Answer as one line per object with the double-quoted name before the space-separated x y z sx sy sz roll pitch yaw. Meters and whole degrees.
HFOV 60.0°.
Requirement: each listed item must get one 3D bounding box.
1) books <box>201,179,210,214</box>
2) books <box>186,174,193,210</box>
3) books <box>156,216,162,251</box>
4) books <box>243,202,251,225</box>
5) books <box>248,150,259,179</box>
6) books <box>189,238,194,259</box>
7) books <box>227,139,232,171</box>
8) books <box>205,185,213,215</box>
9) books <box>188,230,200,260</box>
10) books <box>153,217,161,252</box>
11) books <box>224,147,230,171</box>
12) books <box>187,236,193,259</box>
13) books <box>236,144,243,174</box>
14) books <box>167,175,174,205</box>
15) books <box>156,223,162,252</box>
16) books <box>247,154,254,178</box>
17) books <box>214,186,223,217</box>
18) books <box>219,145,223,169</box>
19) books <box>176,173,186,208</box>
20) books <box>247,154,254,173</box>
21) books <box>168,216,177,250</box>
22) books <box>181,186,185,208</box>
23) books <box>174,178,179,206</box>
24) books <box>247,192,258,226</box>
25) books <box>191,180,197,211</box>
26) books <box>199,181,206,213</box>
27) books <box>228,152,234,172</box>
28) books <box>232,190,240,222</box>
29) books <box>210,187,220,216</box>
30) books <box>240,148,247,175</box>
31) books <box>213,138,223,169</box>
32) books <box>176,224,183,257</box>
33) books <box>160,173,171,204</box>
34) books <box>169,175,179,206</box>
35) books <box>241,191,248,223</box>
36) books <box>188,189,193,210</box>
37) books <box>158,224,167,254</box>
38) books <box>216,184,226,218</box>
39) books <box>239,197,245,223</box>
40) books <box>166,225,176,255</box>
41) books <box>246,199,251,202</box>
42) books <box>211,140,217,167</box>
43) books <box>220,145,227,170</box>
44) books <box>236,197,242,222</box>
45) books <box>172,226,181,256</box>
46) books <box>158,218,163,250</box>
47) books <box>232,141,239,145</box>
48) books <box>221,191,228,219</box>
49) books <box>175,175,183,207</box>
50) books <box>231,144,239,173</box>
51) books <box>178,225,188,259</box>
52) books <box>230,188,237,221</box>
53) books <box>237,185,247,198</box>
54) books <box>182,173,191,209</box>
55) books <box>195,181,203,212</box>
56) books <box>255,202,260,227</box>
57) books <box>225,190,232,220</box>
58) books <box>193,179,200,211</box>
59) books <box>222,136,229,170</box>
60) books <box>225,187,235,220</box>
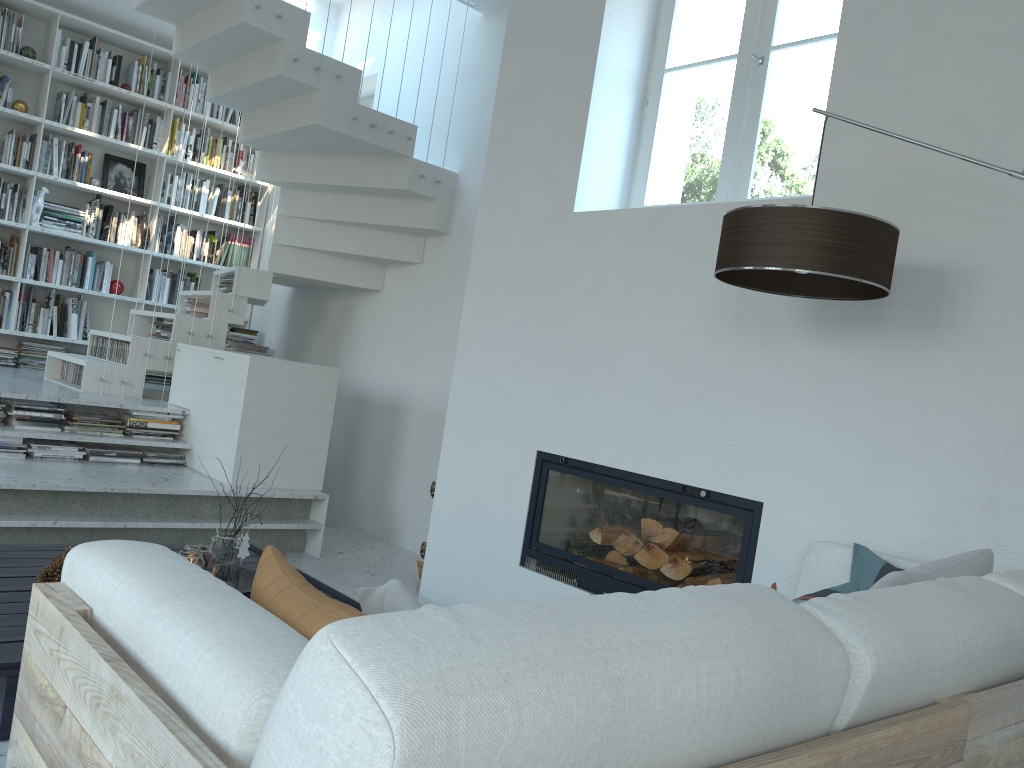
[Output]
"books" -2.465 -1.474 7.042 0.030 0.284 0.166 8 1 -41
"books" -2.561 -1.494 6.953 0.012 0.293 0.165 8 1 -41
"books" -2.759 -1.152 6.848 0.010 0.293 0.164 8 1 -41
"books" -2.205 -1.389 7.272 0.029 0.195 0.192 8 1 -41
"books" -2.142 -1.782 7.291 0.029 0.258 0.163 8 1 -41
"books" -2.571 -1.067 7.027 0.030 0.184 0.137 8 1 -41
"books" -2.317 -1.821 7.141 0.024 0.281 0.153 8 1 -41
"books" -2.440 -1.455 7.086 0.012 0.254 0.160 8 1 -41
"books" -2.536 -1.094 7.031 0.022 0.247 0.181 8 1 -41
"books" -2.764 -1.144 6.826 0.025 0.277 0.160 8 1 -41
"books" -2.319 -1.787 7.110 0.013 0.213 0.186 8 1 -41
"books" -2.576 -1.071 6.993 0.023 0.189 0.169 8 1 -41
"books" -2.242 -1.812 7.195 0.023 0.287 0.162 8 1 -41
"books" -2.681 -1.491 6.871 0.026 0.250 0.160 8 1 -41
"books" -2.756 -1.124 6.855 0.010 0.239 0.147 8 1 -41
"books" -2.175 -1.765 7.252 0.023 0.213 0.180 8 1 -41
"books" -2.384 -1.449 7.116 0.023 0.258 0.183 8 1 -41
"books" -2.371 -1.797 7.091 0.024 0.217 0.167 8 1 -41
"books" -2.599 -1.496 6.901 0.014 0.285 0.185 8 1 -41
"books" -2.173 -1.772 7.285 0.023 0.228 0.131 8 1 -41
"books" -2.669 -1.152 6.927 0.012 0.322 0.141 8 1 -41
"books" -2.611 -1.450 6.939 0.028 0.191 0.136 8 1 -41
"books" -2.644 -1.479 6.891 0.012 0.239 0.172 8 1 -41
"books" -2.160 -1.431 7.311 0.042 0.292 0.186 8 1 -41
"books" -2.535 -1.473 6.980 0.013 0.260 0.158 8 1 -41
"books" -2.483 -1.466 7.021 0.022 0.263 0.172 8 1 -41
"books" -2.302 -1.769 7.160 0.034 0.183 0.156 8 1 -41
"books" -2.277 -1.437 7.204 0.028 0.268 0.173 8 1 -41
"books" -2.406 -1.445 7.090 0.045 0.245 0.177 8 1 -41
"books" -2.207 -1.790 7.223 0.070 0.254 0.154 8 1 -41
"books" -2.368 -1.809 7.008 0.042 0.242 0.247 8 1 -41
"books" -2.636 -1.119 6.950 0.022 0.265 0.157 8 1 -41
"books" -2.687 -1.494 6.849 0.012 0.254 0.160 8 1 -41
"books" -2.645 -1.484 6.866 0.023 0.247 0.182 8 1 -41
"books" -2.224 -1.436 7.270 0.013 0.283 0.149 8 1 -41
"books" -2.564 -1.437 6.977 0.027 0.179 0.156 8 1 -41
"books" -2.727 -1.118 6.894 0.066 0.236 0.144 8 1 -41
"books" -2.370 -1.463 7.153 0.024 0.292 0.132 8 1 -41
"books" -2.248 -1.408 7.244 0.025 0.220 0.177 8 1 -41
"books" -2.676 -1.113 6.903 0.022 0.243 0.170 8 1 -41
"books" -2.205 -1.407 7.315 0.024 0.230 0.130 8 1 -41
"books" -2.375 -1.800 6.973 0.013 0.222 0.174 8 1 -41
"books" -2.343 -1.794 7.095 0.023 0.220 0.171 8 1 -41
"books" -2.261 -1.406 7.220 0.025 0.211 0.188 8 1 -41
"books" -2.648 -1.110 6.926 0.026 0.246 0.180 8 1 -41
"books" -2.752 -1.143 6.869 0.010 0.279 0.147 8 1 -41
"books" -2.262 -1.819 7.191 0.011 0.294 0.151 8 1 -41
"books" -2.355 -1.433 7.171 0.028 0.237 0.145 8 1 -41
"books" -2.625 -1.485 6.898 0.026 0.256 0.173 8 1 -41
"books" -2.262 -1.802 7.164 0.022 0.261 0.160 8 1 -41
"books" -2.599 -1.111 6.967 0.056 0.261 0.176 8 1 -41
"books" -2.294 -1.444 7.192 0.013 0.277 0.187 8 1 -41
"books" -2.235 -1.462 7.267 0.013 0.330 0.140 8 1 -41
"books" -2.580 -1.499 6.951 0.022 0.297 0.162 8 1 -41
"books" -2.502 -1.467 7.008 0.024 0.259 0.156 8 1 -41
"books" -2.143 -1.391 7.333 0.021 0.219 0.184 8 1 -41
"books" -2.327 -1.437 7.180 0.025 0.252 0.159 8 1 -41
"books" -2.526 -1.477 6.999 0.025 0.271 0.152 8 1 -41
"books" -2.330 -1.830 7.111 0.010 0.295 0.165 8 1 -41
"books" -2.305 -1.449 7.186 0.012 0.283 0.151 8 1 -41
